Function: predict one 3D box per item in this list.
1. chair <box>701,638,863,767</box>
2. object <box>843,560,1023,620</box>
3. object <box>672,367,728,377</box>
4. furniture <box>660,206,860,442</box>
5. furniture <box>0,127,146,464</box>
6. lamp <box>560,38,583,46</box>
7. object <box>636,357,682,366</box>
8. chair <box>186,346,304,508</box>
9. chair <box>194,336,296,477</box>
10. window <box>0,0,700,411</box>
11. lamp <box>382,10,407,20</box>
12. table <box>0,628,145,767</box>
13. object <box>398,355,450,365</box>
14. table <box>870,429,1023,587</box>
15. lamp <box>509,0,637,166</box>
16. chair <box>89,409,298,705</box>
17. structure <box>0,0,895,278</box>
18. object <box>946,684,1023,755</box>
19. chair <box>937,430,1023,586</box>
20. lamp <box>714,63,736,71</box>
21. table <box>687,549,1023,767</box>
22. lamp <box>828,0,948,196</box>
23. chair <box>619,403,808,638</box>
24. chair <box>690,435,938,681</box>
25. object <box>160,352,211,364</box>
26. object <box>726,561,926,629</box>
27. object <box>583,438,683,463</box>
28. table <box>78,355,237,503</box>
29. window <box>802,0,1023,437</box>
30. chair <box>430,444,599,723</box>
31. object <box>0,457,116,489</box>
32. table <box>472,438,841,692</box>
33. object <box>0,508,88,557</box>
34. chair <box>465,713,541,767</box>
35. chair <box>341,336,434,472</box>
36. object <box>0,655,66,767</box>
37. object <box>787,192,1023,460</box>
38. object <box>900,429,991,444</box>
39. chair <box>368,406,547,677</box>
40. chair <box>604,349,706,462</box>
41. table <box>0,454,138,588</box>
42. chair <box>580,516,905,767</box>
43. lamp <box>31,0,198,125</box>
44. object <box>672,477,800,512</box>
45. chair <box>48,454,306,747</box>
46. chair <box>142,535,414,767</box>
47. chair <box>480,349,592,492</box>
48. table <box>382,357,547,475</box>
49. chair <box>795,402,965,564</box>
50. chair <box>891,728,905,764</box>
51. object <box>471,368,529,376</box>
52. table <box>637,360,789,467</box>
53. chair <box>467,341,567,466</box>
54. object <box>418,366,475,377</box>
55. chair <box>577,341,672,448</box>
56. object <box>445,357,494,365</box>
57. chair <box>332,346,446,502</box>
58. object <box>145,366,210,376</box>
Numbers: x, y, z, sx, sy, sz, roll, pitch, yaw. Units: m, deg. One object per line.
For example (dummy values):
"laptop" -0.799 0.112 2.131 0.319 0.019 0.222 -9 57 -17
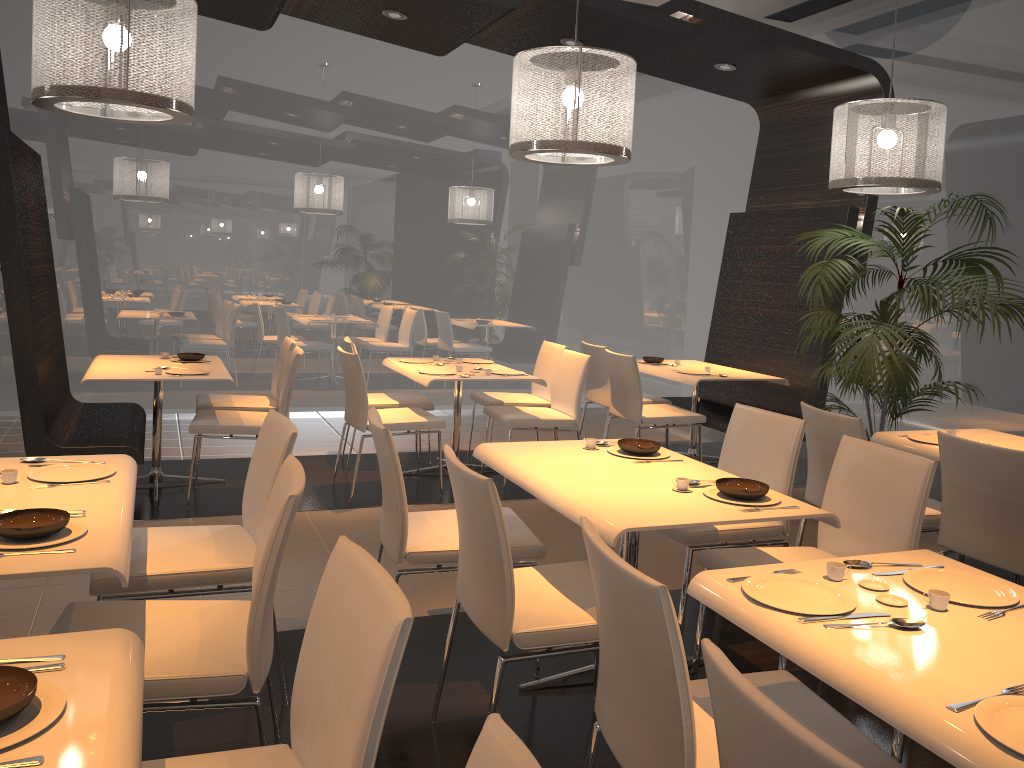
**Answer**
"chair" 0.597 0.852 1.262 0.605 0.870 0.487 1 4 -20
"object" 0.981 0.456 2.073 0.335 0.037 0.379 -2 9 -33
"object" 1.370 -0.090 6.344 0.335 0.037 0.379 -1 8 -28
"furniture" 1.818 -0.525 6.826 0.756 1.667 1.411 1 5 -22
"furniture" -2.493 -0.510 5.076 0.756 1.667 1.411 1 5 -22
"lamp" 0.414 -2.379 6.126 0.161 0.055 0.162 -1 8 -28
"object" 1.145 -0.181 6.918 0.303 0.044 0.367 0 8 -23
"chair" -1.543 0.226 5.160 0.605 0.866 0.487 2 4 -15
"chair" -1.740 0.138 5.764 0.605 0.870 0.487 1 4 -20
"window" -1.038 -1.706 8.043 6.576 3.962 0.070 0 4 -22
"lamp" -0.749 -2.375 5.654 0.161 0.055 0.162 -1 8 -28
"table" -0.849 0.890 0.981 0.800 0.722 1.155 1 7 -22
"object" -0.609 -0.168 6.177 0.335 0.037 0.379 -1 8 -28
"table" 2.270 0.668 3.842 0.800 0.722 1.155 1 7 -22
"lamp" 0.344 -2.114 4.487 0.627 1.922 0.629 3 4 6
"chair" -1.035 0.554 2.874 0.605 0.866 0.487 1 5 -25
"structure" -0.287 -1.709 5.883 5.930 1.720 1.411 0 6 -22
"object" 0.927 0.546 1.371 0.335 0.037 0.379 -1 8 -28
"chair" 1.969 0.641 3.377 0.605 0.870 0.487 1 5 -25
"lamp" 1.595 -2.383 6.606 0.161 0.055 0.162 -1 8 -28
"table" 0.980 0.884 1.723 0.800 0.722 1.155 1 7 -22
"lamp" 2.287 -2.120 5.276 0.627 1.922 0.629 3 4 10
"chair" 0.819 0.548 3.631 0.605 0.866 0.487 1 5 -25
"chair" 1.012 0.646 2.963 0.605 0.866 0.487 1 4 -20
"object" -2.073 -0.171 5.620 0.303 0.044 0.367 0 8 -23
"object" 0.698 0.459 1.939 0.335 0.037 0.379 -1 8 -28
"object" 0.454 0.245 3.438 0.303 0.044 0.367 0 8 -23
"table" -2.130 0.252 5.310 0.800 0.722 1.155 1 7 -22
"window" 3.973 -1.171 5.909 0.070 3.958 6.627 2 6 -22
"chair" 0.101 0.649 2.610 0.605 0.870 0.487 1 4 -20
"object" -1.401 0.252 2.704 0.335 0.037 0.379 -2 9 -33
"table" 0.530 0.672 3.152 1.052 0.722 1.155 0 7 -22
"object" -1.185 0.337 2.121 0.303 0.044 0.367 0 8 -23
"chair" -0.250 0.863 0.841 0.605 0.866 0.487 2 4 -15
"chair" -0.880 0.126 6.169 0.605 0.866 0.487 2 4 -15
"object" -0.822 0.465 1.297 0.303 0.044 0.367 0 8 -23
"object" 2.442 -0.221 5.567 1.504 2.051 1.571 2 5 -9
"object" 2.003 0.250 4.018 0.335 0.037 0.379 -1 8 -28
"chair" -0.233 0.550 3.212 0.605 0.866 0.487 2 4 -15
"chair" 0.974 0.216 6.212 0.605 0.870 0.487 1 4 -20
"table" -1.441 0.679 2.348 0.800 0.722 1.155 1 7 -22
"chair" 0.452 0.765 1.869 0.605 0.870 0.487 2 4 -15
"lamp" -1.629 -2.107 3.686 0.627 1.922 0.629 3 4 6
"object" 0.697 0.337 2.837 0.303 0.044 0.367 0 8 -23
"chair" -0.842 0.655 2.207 0.605 0.870 0.487 2 4 -15
"chair" -0.514 0.768 1.478 0.605 0.870 0.487 1 5 -25
"chair" 0.168 0.218 5.875 0.605 0.866 0.487 1 4 -20
"table" -0.375 0.248 6.010 0.800 0.722 1.155 1 7 -22
"chair" 1.624 0.548 3.949 0.605 0.870 0.487 2 4 -15
"chair" 1.386 0.761 2.250 0.605 0.870 0.487 1 5 -25
"object" -0.099 -0.093 5.806 0.335 0.037 0.379 -2 9 -33
"table" 1.389 0.243 6.719 0.800 0.722 1.155 1 7 -22
"chair" 0.047 0.130 6.510 0.605 0.870 0.487 1 4 -20
"object" -0.409 -0.082 5.603 0.335 0.037 0.379 -1 8 -28
"chair" 0.852 0.123 6.847 0.605 0.866 0.487 1 4 -20
"object" -0.315 -0.180 6.382 0.335 0.037 0.379 -2 9 -33
"chair" -0.774 0.225 5.476 0.605 0.870 0.487 1 5 -25
"object" -1.915 -0.087 5.067 0.335 0.037 0.379 -2 9 -33
